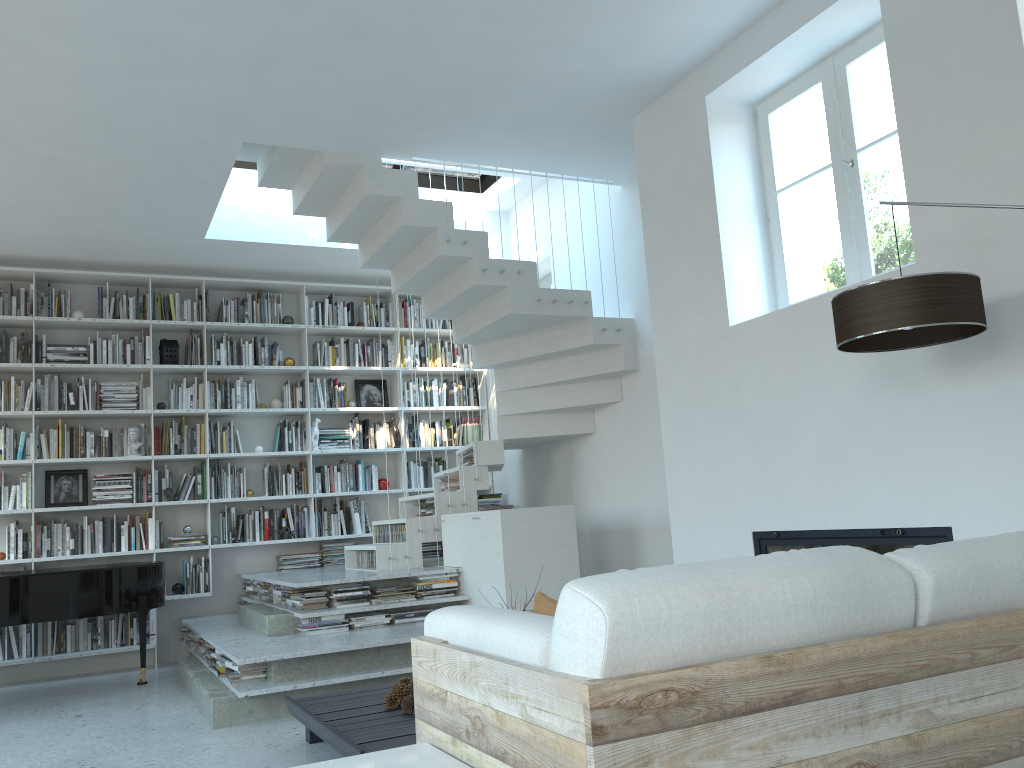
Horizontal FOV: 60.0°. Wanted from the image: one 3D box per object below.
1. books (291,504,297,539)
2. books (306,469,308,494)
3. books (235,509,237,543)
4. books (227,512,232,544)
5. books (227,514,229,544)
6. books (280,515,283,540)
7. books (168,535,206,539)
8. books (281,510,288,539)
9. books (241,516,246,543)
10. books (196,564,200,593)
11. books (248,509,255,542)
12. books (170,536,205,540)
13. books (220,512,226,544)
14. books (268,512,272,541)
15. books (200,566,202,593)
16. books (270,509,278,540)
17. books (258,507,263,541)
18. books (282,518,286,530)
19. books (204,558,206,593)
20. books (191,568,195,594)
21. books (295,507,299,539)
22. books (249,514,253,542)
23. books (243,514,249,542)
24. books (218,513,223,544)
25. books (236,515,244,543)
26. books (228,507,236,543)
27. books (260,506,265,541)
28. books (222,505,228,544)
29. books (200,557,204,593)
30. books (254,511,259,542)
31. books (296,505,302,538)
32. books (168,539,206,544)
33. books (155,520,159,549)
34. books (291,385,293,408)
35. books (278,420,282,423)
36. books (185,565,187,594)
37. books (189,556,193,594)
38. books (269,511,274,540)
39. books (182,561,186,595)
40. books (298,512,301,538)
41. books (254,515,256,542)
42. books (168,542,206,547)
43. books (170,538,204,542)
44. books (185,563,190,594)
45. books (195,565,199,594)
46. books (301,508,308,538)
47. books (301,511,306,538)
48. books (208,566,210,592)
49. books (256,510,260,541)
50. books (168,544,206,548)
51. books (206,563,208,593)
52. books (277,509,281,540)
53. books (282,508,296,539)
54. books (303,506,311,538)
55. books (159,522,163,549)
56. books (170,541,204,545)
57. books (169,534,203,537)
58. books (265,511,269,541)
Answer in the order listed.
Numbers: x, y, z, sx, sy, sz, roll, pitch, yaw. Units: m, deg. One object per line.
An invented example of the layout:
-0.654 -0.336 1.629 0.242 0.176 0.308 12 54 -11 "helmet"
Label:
-1.882 1.185 7.641 0.013 0.293 0.135 0 -9 -26 "books"
-1.803 0.860 7.745 0.009 0.223 0.146 0 -9 -26 "books"
-2.321 1.191 7.412 0.010 0.276 0.174 0 -9 -26 "books"
-2.359 1.200 7.383 0.023 0.256 0.178 0 -9 -26 "books"
-2.386 1.211 7.396 0.015 0.240 0.153 0 -9 -26 "books"
-1.988 1.226 7.582 0.022 0.210 0.136 0 -9 -26 "books"
-2.640 1.242 7.199 0.285 0.012 0.160 -1 -9 -22 "books"
-1.951 1.207 7.599 0.012 0.248 0.165 0 -9 -26 "books"
-2.254 1.222 7.448 0.011 0.217 0.176 0 -9 -26 "books"
-2.531 1.570 7.153 0.012 0.225 0.149 0 -9 -26 "books"
-2.198 1.197 7.483 0.014 0.267 0.172 0 -9 -26 "books"
-2.636 1.252 7.189 0.254 0.012 0.161 0 -9 -26 "books"
-2.401 1.196 7.362 0.023 0.262 0.187 0 -9 -26 "books"
-2.076 1.213 7.543 0.025 0.237 0.156 0 -9 -26 "books"
-2.513 1.574 7.142 0.011 0.211 0.178 0 -9 -26 "books"
-2.031 1.199 7.556 0.026 0.262 0.173 0 -9 -26 "books"
-2.135 1.190 7.524 0.012 0.284 0.160 0 -9 -26 "books"
-1.964 1.240 7.585 0.025 0.181 0.169 0 -9 -26 "books"
-2.497 1.550 7.186 0.015 0.270 0.158 0 -9 -26 "books"
-2.568 1.583 7.142 0.013 0.202 0.139 0 -9 -26 "books"
-1.866 1.200 7.647 0.021 0.264 0.150 0 -9 -26 "books"
-2.215 1.217 7.474 0.024 0.228 0.160 0 -9 -26 "books"
-2.241 1.215 7.467 0.029 0.234 0.142 0 -9 -26 "books"
-2.425 1.204 7.371 0.012 0.253 0.161 0 -9 -26 "books"
-2.288 1.214 7.431 0.065 0.231 0.162 0 -9 -26 "books"
-2.336 1.181 7.397 0.030 0.294 0.189 0 -9 -26 "books"
-2.115 1.183 7.510 0.012 0.292 0.175 0 -9 -26 "books"
-2.389 1.170 7.373 0.010 0.316 0.187 0 -9 -26 "books"
-2.504 1.539 7.160 0.021 0.284 0.172 0 -9 -26 "books"
-2.165 1.203 7.486 0.025 0.252 0.181 0 -9 -26 "books"
-1.846 1.193 7.673 0.012 0.282 0.143 0 -9 -26 "books"
-2.636 1.278 7.192 0.285 0.012 0.160 0 -9 -23 "books"
-2.869 1.217 7.161 0.027 0.228 0.141 0 -9 -26 "books"
-1.953 0.134 7.810 0.011 0.227 0.131 0 -9 -26 "books"
-2.006 0.465 7.717 0.016 0.289 0.135 0 -9 -26 "books"
-2.622 1.570 7.117 0.012 0.228 0.129 0 -9 -26 "books"
-2.593 1.535 7.140 0.032 0.300 0.149 0 -9 -26 "books"
-2.059 1.211 7.559 0.021 0.242 0.131 0 -9 -26 "books"
-2.628 1.551 7.108 0.005 0.263 0.162 0 -9 -26 "books"
-1.844 1.220 7.641 0.013 0.219 0.168 0 -9 -26 "books"
-2.187 1.221 7.490 0.012 0.221 0.153 0 -9 -26 "books"
-2.636 1.302 7.193 0.285 0.012 0.160 -1 -9 -21 "books"
-2.639 1.266 7.197 0.254 0.012 0.161 -1 -9 -21 "books"
-2.604 1.559 7.109 0.014 0.245 0.176 0 -9 -26 "books"
-2.541 1.568 7.130 0.026 0.224 0.175 0 -9 -26 "books"
-1.795 1.201 7.669 0.026 0.257 0.157 0 -9 -26 "books"
-1.814 1.215 7.650 0.025 0.227 0.176 0 -9 -26 "books"
-2.470 1.582 7.192 0.012 0.205 0.161 0 -9 -26 "books"
-2.160 1.204 7.524 0.016 0.260 0.098 0 -9 -26 "books"
-2.634 1.313 7.187 0.285 0.012 0.160 0 -9 -23 "books"
-2.477 1.566 7.177 0.013 0.232 0.149 0 -9 -26 "books"
-2.011 1.200 7.574 0.026 0.262 0.170 0 -9 -26 "books"
-1.914 1.197 7.613 0.070 0.266 0.186 0 -9 -26 "books"
-1.773 1.194 7.681 0.025 0.272 0.171 0 -9 -26 "books"
-2.843 1.226 7.174 0.030 0.210 0.136 0 -9 -26 "books"
-2.636 1.290 7.192 0.254 0.012 0.161 -1 -9 -20 "books"
-2.638 1.229 7.194 0.254 0.012 0.161 -1 -9 -17 "books"
-2.095 1.207 7.519 0.031 0.243 0.185 0 -9 -26 "books"
